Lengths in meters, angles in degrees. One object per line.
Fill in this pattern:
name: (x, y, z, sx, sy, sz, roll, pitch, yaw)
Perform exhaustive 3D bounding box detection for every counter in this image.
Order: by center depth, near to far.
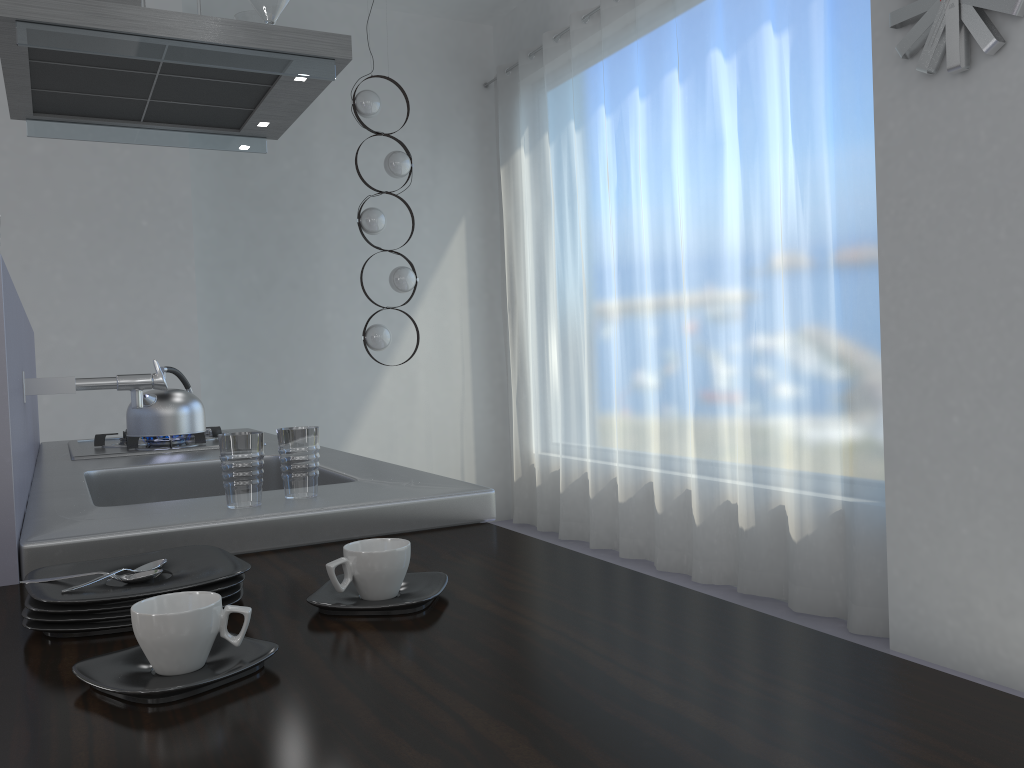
counter: (-0.845, 0.469, 1.735, 1.302, 1.300, 3.291, -3, 2, -27)

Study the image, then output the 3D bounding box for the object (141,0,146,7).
object: (-1.025, -1.104, 2.460, 0.125, 0.221, 0.125, -2, 1, -2)

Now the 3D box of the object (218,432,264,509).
object: (-0.438, 0.140, 1.442, 0.071, 0.119, 0.072, -3, 2, -27)

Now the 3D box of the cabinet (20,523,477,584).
cabinet: (-0.846, 0.693, 1.737, 1.377, 0.852, 3.285, -3, 2, -27)

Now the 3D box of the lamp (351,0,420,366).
lamp: (-0.752, -1.290, 5.212, 0.367, 2.370, 0.180, -3, 2, -34)

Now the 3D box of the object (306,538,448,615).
object: (-0.156, 0.222, 1.039, 0.153, 0.069, 0.153, -2, 1, 6)

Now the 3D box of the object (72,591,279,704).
object: (-0.307, 0.234, 0.812, 0.153, 0.069, 0.153, -1, 2, 36)

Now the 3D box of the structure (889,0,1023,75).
structure: (1.451, -1.277, 2.902, 0.076, 0.505, 0.505, -3, 2, -27)

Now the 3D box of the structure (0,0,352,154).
structure: (-1.117, -1.485, 2.811, 0.915, 1.231, 0.981, -3, 2, -27)

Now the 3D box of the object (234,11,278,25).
object: (-0.829, -1.100, 2.886, 0.137, 0.174, 0.137, -2, 2, 28)

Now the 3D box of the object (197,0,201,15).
object: (-0.894, -1.111, 2.527, 0.125, 0.221, 0.125, -2, 1, -2)

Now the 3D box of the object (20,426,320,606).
object: (-0.449, 0.160, 1.229, 0.269, 0.147, 0.646, -2, 1, -2)

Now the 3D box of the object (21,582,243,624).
object: (-0.437, 0.247, 1.043, 0.232, 0.020, 0.232, -3, 2, -19)

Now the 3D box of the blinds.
blinds: (0.649, -0.583, 4.777, 0.120, 3.112, 3.245, -3, 2, -27)

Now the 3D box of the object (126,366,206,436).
object: (-1.034, 0.045, 2.642, 0.220, 0.196, 0.229, -3, 2, -35)

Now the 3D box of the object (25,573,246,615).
object: (-0.438, 0.237, 1.043, 0.232, 0.020, 0.232, -3, 2, -24)

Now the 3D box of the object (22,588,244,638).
object: (-0.437, 0.257, 1.043, 0.232, 0.020, 0.232, -3, 2, -19)

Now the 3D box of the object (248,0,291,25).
object: (-0.742, -1.099, 2.717, 0.137, 0.174, 0.137, -2, 2, 28)

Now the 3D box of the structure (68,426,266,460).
structure: (-1.119, 0.164, 2.817, 0.519, 0.055, 0.709, -3, 2, -27)
